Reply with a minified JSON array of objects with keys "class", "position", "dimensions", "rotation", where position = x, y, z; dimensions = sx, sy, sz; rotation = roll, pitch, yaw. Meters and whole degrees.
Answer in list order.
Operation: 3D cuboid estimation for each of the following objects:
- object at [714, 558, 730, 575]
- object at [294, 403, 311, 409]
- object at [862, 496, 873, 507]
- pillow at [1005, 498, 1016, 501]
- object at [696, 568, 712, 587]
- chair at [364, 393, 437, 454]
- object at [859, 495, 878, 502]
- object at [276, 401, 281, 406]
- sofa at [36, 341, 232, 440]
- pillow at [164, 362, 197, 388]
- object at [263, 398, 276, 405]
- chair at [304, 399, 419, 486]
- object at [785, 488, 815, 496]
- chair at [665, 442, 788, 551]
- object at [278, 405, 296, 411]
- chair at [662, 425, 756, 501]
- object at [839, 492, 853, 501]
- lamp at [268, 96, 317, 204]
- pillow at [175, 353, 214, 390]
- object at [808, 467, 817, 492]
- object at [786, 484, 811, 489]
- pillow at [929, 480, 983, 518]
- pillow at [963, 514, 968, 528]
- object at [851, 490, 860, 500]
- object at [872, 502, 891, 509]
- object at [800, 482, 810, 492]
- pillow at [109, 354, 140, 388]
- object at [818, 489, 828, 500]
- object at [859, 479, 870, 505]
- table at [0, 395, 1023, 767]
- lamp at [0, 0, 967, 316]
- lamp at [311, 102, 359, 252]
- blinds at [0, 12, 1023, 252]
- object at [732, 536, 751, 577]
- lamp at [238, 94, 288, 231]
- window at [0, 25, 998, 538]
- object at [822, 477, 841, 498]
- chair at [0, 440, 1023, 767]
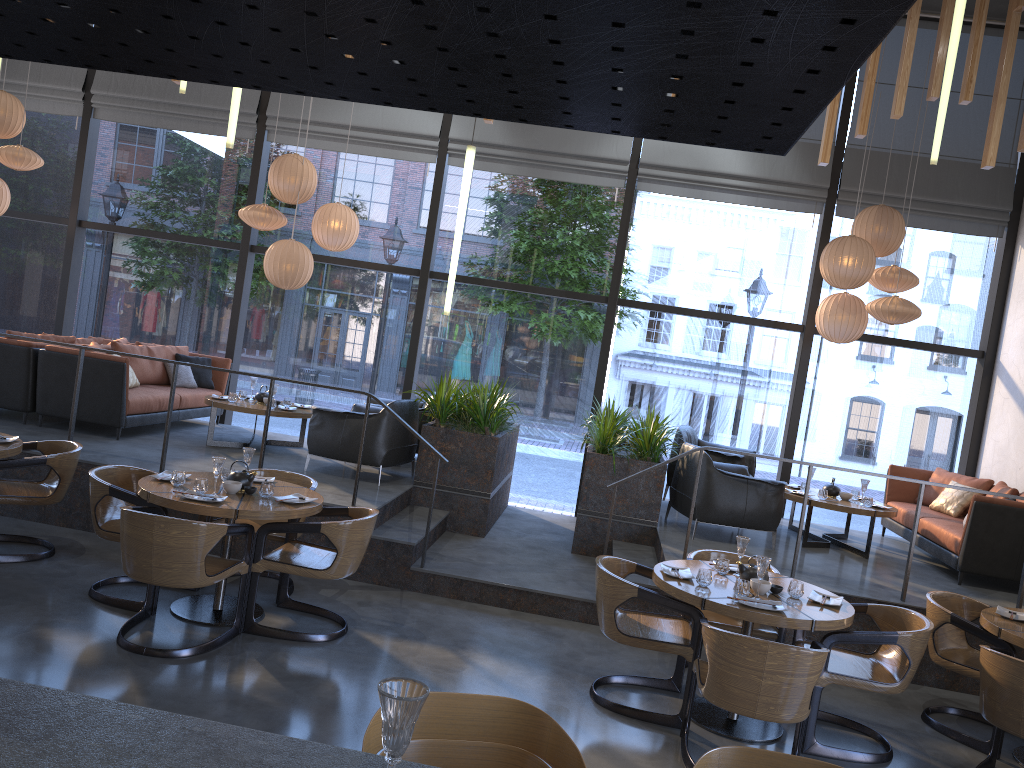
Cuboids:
[{"class":"object","position":[1.229,1.068,5.184],"dimensions":[0.086,0.086,0.086],"rotation":[8,2,-12]},{"class":"object","position":[-2.094,0.226,8.869],"dimensions":[0.170,0.025,0.294],"rotation":[8,2,-14]},{"class":"object","position":[3.125,1.036,7.786],"dimensions":[0.086,0.086,0.086],"rotation":[9,2,10]},{"class":"pillow","position":[3.931,1.089,7.264],"dimensions":[0.418,0.345,0.242],"rotation":[7,3,-43]},{"class":"object","position":[1.046,1.055,4.821],"dimensions":[0.086,0.086,0.086],"rotation":[10,3,31]},{"class":"chair","position":[-1.181,0.420,9.216],"dimensions":[0.833,0.743,1.030],"rotation":[8,2,-8]},{"class":"object","position":[3.296,1.073,8.294],"dimensions":[0.170,0.025,0.294],"rotation":[8,2,-14]},{"class":"object","position":[-2.315,0.189,8.723],"dimensions":[0.080,0.042,0.080],"rotation":[8,2,-9]},{"class":"sofa","position":[-3.691,0.016,8.880],"dimensions":[0.864,0.811,2.226],"rotation":[9,2,6]},{"class":"pillow","position":[-3.502,-0.099,9.364],"dimensions":[0.203,0.263,0.332],"rotation":[10,3,26]},{"class":"object","position":[-2.363,0.174,8.624],"dimensions":[0.116,0.065,0.116],"rotation":[10,3,36]},{"class":"chair","position":[-1.308,0.448,8.039],"dimensions":[0.833,0.743,1.030],"rotation":[9,2,13]},{"class":"object","position":[2.589,0.979,7.938],"dimensions":[0.170,0.025,0.294],"rotation":[8,2,-14]},{"class":"chair","position":[1.839,0.943,7.709],"dimensions":[0.833,0.743,1.030],"rotation":[8,2,-8]},{"class":"object","position":[-2.141,0.236,8.443],"dimensions":[0.170,0.025,0.294],"rotation":[8,2,-14]},{"class":"chair","position":[2.005,0.841,8.922],"dimensions":[0.833,0.743,1.030],"rotation":[10,2,20]},{"class":"object","position":[3.027,1.021,8.048],"dimensions":[0.116,0.065,0.116],"rotation":[10,3,36]},{"class":"lamp","position":[-1.988,-2.927,8.583],"dimensions":[0.465,2.374,0.465],"rotation":[10,3,29]},{"class":"pillow","position":[-3.456,-0.136,9.644],"dimensions":[0.418,0.345,0.242],"rotation":[7,3,-43]},{"class":"object","position":[2.793,0.892,8.306],"dimensions":[0.082,0.227,0.082],"rotation":[8,2,-12]},{"class":"object","position":[2.695,0.976,8.415],"dimensions":[0.170,0.025,0.294],"rotation":[11,3,42]},{"class":"pillow","position":[4.205,1.089,8.419],"dimensions":[0.289,0.311,0.393],"rotation":[8,2,-13]},{"class":"pillow","position":[3.967,1.116,7.546],"dimensions":[0.203,0.263,0.332],"rotation":[10,3,26]},{"class":"object","position":[3.171,1.026,8.196],"dimensions":[0.086,0.086,0.086],"rotation":[9,2,10]},{"class":"object","position":[3.249,1.083,7.867],"dimensions":[0.170,0.025,0.294],"rotation":[8,2,-14]},{"class":"object","position":[2.719,0.956,8.225],"dimensions":[0.086,0.086,0.086],"rotation":[11,3,44]},{"class":"pillow","position":[-3.732,-0.126,8.489],"dimensions":[0.289,0.311,0.393],"rotation":[8,2,-13]},{"class":"object","position":[2.744,0.976,7.827],"dimensions":[0.086,0.086,0.086],"rotation":[9,2,10]},{"class":"object","position":[3.117,0.960,7.867],"dimensions":[0.082,0.227,0.082],"rotation":[7,3,-41]},{"class":"table","position":[-1.474,0.950,5.729],"dimensions":[10.659,0.968,6.876],"rotation":[9,2,6]},{"class":"lamp","position":[-0.046,-5.348,1.245],"dimensions":[8.975,10.231,8.774],"rotation":[9,2,4]},{"class":"lamp","position":[-0.854,-2.631,5.606],"dimensions":[0.468,3.124,6.999],"rotation":[8,2,-13]},{"class":"blinds","position":[-4.224,-3.820,6.599],"dimensions":[17.610,2.314,8.760],"rotation":[7,3,-40]},{"class":"object","position":[1.341,1.012,5.207],"dimensions":[0.082,0.227,0.082],"rotation":[10,3,27]},{"class":"lamp","position":[-2.276,-2.619,8.609],"dimensions":[0.467,2.271,0.467],"rotation":[7,3,-31]},{"class":"window","position":[-1.609,-1.474,3.457],"dimensions":[12.739,5.897,12.900],"rotation":[9,2,6]},{"class":"object","position":[2.945,0.946,8.162],"dimensions":[0.163,0.179,0.168],"rotation":[7,3,-28]},{"class":"chair","position":[-0.985,1.196,4.117],"dimensions":[9.749,0.759,4.352],"rotation":[9,2,7]}]
